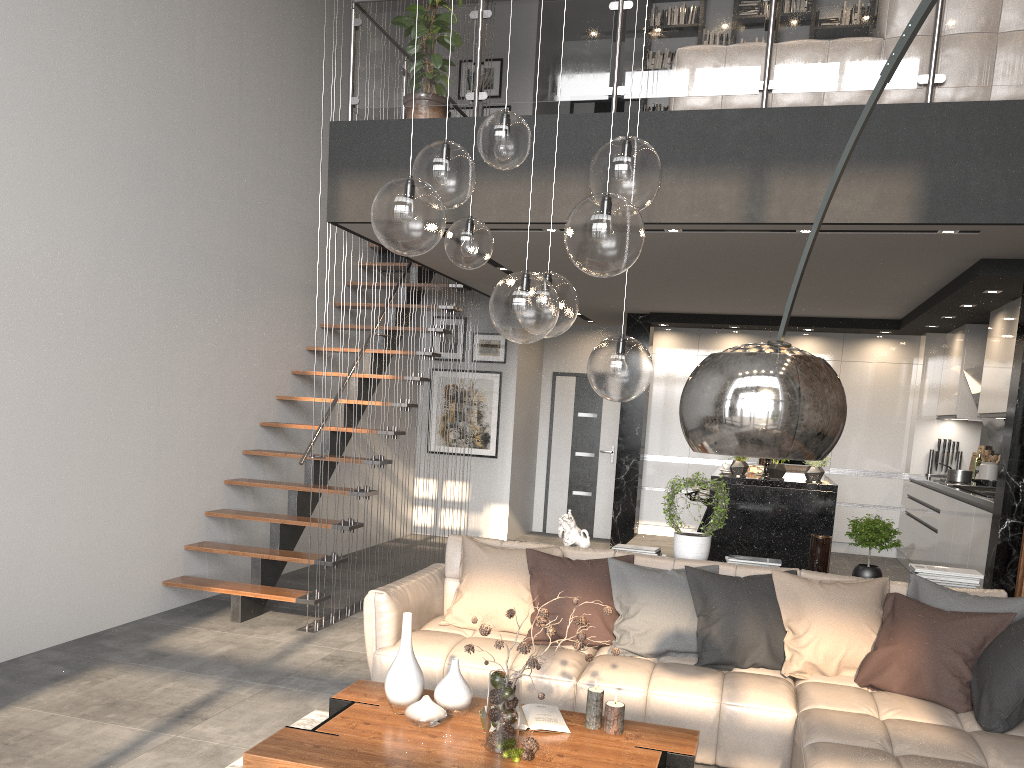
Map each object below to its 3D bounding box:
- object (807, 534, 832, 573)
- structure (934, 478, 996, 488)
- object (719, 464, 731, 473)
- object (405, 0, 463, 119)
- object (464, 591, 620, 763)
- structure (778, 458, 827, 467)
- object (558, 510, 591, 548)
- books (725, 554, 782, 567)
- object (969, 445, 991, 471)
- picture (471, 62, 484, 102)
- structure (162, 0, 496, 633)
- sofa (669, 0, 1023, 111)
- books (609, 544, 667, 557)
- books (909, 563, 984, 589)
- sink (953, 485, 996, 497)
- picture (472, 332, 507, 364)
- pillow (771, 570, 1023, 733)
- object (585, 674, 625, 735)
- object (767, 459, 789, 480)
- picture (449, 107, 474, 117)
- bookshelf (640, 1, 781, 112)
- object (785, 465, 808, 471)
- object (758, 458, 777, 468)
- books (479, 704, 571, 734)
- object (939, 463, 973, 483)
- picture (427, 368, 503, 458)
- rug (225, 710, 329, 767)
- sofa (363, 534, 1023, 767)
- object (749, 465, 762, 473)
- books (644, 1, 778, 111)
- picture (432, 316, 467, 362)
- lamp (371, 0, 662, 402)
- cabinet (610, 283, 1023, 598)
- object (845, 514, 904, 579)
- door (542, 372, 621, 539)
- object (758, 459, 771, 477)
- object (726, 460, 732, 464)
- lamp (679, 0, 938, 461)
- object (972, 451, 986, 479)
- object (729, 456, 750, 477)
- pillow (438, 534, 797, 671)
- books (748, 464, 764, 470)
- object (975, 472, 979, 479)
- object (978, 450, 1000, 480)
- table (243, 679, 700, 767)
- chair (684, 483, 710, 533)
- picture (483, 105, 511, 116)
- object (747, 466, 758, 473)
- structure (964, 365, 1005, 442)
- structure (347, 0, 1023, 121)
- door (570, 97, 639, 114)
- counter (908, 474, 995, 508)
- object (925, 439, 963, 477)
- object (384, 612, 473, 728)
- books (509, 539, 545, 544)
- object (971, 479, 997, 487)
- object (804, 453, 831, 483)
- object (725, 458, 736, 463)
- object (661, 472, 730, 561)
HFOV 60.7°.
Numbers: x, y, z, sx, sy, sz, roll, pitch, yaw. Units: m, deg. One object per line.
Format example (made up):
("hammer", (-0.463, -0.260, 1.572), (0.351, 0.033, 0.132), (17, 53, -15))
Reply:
("object", (1.706, 0.974, 4.865), (0.108, 0.272, 0.107), (6, 7, 21))
("structure", (3.939, 0.862, 7.499), (0.508, 0.061, 0.596), (3, -2, 16))
("object", (1.750, 0.682, 7.063), (0.155, 0.071, 0.153), (3, 0, -16))
("object", (-0.475, -2.317, 5.528), (0.766, 1.494, 0.524), (7, 8, 36))
("object", (0.116, 1.009, 3.096), (0.543, 0.613, 0.312), (3, 6, -14))
("structure", (3.118, 0.554, 9.619), (0.653, 0.643, 0.645), (4, 3, 16))
("object", (0.380, 0.896, 5.218), (0.205, 0.295, 0.135), (7, 7, 34))
("books", (1.359, 1.040, 4.981), (0.324, 0.101, 0.203), (3, 0, 16))
("object", (4.466, 0.753, 8.372), (0.097, 0.335, 0.397), (5, 3, 16))
("picture", (-0.349, -3.350, 9.710), (0.502, 0.418, 0.024), (4, 7, 15))
("structure", (-1.219, -1.271, 7.306), (1.174, 6.152, 3.554), (5, 6, 16))
("sofa", (2.290, -1.799, 5.702), (2.269, 0.793, 2.271), (3, -1, 16))
("books", (0.732, 1.012, 5.157), (0.347, 0.101, 0.192), (3, 0, 15))
("books", (2.303, 1.062, 4.669), (0.331, 0.153, 0.198), (3, 2, 16))
("sink", (3.685, 0.712, 6.521), (0.496, 0.555, 1.104), (4, 0, 16))
("picture", (-0.257, -0.412, 10.024), (0.408, 0.340, 0.024), (4, 7, 15))
("pillow", (1.882, 1.211, 4.061), (0.760, 0.556, 1.370), (2, 1, -44))
("object", (0.360, 1.228, 3.362), (0.152, 0.214, 0.076), (6, 7, 26))
("object", (1.990, 0.560, 6.563), (0.177, 0.318, 0.171), (6, 6, 26))
("picture", (-0.577, -2.887, 9.825), (0.332, 0.418, 0.024), (4, 7, 15))
("bookshelf", (3.003, -2.550, 8.537), (3.509, 2.561, 0.244), (4, 7, 15))
("object", (2.693, 0.791, 8.229), (0.289, 0.031, 0.398), (3, -2, 15))
("object", (2.443, 0.651, 8.297), (0.150, 0.288, 0.197), (3, 5, -1))
("books", (0.050, 1.296, 3.395), (0.343, 0.040, 0.229), (4, -1, -7))
("object", (3.925, 0.790, 7.728), (0.200, 0.156, 0.345), (4, 0, 6))
("picture", (-0.559, 0.339, 10.191), (0.868, 1.011, 0.024), (4, 7, 15))
("rug", (-0.102, 1.656, 3.358), (2.290, 0.020, 1.597), (3, -2, 15))
("sofa", (0.798, 1.319, 3.989), (3.233, 0.832, 1.863), (3, 0, 16))
("object", (2.002, 0.705, 7.244), (0.131, 0.061, 0.069), (3, 2, 15))
("books", (3.003, -2.595, 8.522), (3.427, 2.372, 0.209), (4, 7, 15))
("picture", (-0.732, -0.523, 10.144), (0.408, 0.515, 0.024), (4, 7, 15))
("lamp", (0.168, -2.477, 2.677), (1.228, 5.083, 1.211), (5, 7, 13))
("cabinet", (2.445, 0.296, 7.555), (3.607, 3.291, 6.158), (4, 1, 16))
("object", (1.963, 0.916, 4.792), (0.272, 0.415, 0.305), (1, 5, -24))
("door", (0.928, 0.920, 11.086), (0.971, 2.118, 0.167), (5, 8, 15))
("object", (2.026, 0.635, 6.943), (0.368, 0.191, 0.363), (3, 0, -21))
("object", (1.906, 0.704, 7.621), (0.084, 0.072, 0.076), (2, 3, -25))
("lamp", (0.584, 0.459, 0.955), (0.320, 2.371, 2.004), (2, 4, -8))
("object", (4.333, 0.760, 8.107), (0.089, 0.288, 0.080), (5, 7, 16))
("object", (1.747, 0.519, 6.647), (0.186, 0.375, 0.193), (0, 6, -29))
("pillow", (0.578, 1.139, 4.525), (1.935, 0.508, 0.537), (3, 3, 15))
("books", (2.116, 0.743, 7.921), (0.321, 0.039, 0.171), (3, -1, 15))
("object", (4.298, 0.817, 8.041), (0.179, 0.165, 0.270), (4, 1, 16))
("object", (4.249, 0.736, 7.789), (0.174, 0.310, 0.156), (5, 6, 19))
("table", (-0.096, 1.478, 3.205), (1.448, 0.360, 0.891), (3, 0, 15))
("chair", (1.756, 1.284, 7.719), (0.433, 0.747, 1.716), (5, 0, 16))
("picture", (-0.182, -2.869, 9.717), (0.332, 0.418, 0.024), (4, 7, 15))
("object", (1.974, 0.702, 7.198), (0.073, 0.060, 0.060), (5, 3, 37))
("structure", (4.089, -0.033, 7.354), (0.412, 1.048, 0.730), (5, 5, 16))
("structure", (1.456, -1.812, 6.445), (4.207, 0.751, 3.353), (3, -1, 16))
("door", (1.123, -2.382, 10.653), (0.971, 2.118, 0.167), (5, 8, 15))
("counter", (3.819, 0.864, 7.090), (0.608, 0.041, 3.434), (3, -2, 16))
("object", (4.288, 0.732, 8.661), (0.320, 0.379, 0.065), (4, 7, 15))
("object", (-0.334, 1.091, 3.384), (0.313, 0.404, 0.318), (6, 5, 35))
("books", (0.077, 0.994, 5.321), (0.292, 0.055, 0.182), (3, -1, 20))
("object", (3.949, 0.822, 7.324), (0.352, 0.061, 0.230), (4, -1, -6))
("object", (2.266, 0.589, 6.515), (0.219, 0.289, 0.209), (6, 5, 29))
("object", (2.082, 0.735, 8.230), (0.155, 0.071, 0.153), (3, 0, -16))
("object", (1.043, 0.786, 5.028), (0.385, 0.586, 0.212), (3, 6, -4))
